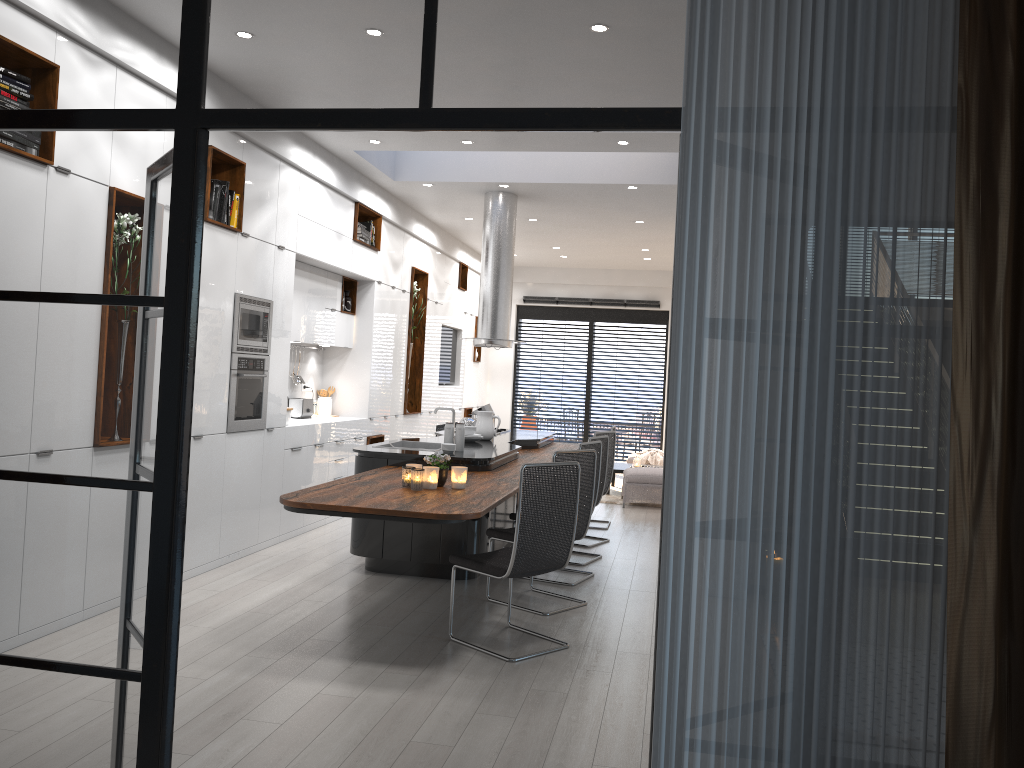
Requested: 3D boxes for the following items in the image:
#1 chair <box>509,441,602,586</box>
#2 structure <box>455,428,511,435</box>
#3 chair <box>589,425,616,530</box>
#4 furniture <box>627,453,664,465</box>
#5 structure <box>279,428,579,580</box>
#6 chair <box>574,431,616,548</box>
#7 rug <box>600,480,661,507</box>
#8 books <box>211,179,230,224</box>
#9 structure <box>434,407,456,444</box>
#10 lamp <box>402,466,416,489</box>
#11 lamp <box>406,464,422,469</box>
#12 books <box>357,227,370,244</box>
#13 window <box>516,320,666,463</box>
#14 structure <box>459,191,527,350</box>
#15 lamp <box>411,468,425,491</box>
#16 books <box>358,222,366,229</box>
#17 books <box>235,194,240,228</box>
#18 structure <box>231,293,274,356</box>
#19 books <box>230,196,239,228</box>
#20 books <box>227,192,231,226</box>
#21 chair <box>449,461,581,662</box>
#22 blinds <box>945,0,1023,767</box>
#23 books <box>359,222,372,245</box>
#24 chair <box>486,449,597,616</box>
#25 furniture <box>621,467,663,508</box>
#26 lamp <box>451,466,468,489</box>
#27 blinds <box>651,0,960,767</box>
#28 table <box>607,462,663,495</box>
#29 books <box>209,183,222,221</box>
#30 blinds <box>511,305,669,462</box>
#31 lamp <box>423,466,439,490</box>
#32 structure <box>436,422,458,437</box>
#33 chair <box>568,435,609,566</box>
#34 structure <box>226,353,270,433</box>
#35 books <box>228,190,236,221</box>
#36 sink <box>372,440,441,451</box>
[{"bbox_3d":[0.319,0.918,6.607,0.537,1.019,0.470,3,-1,25],"label":"chair"},{"bbox_3d":[-0.329,0.476,9.183,0.502,0.026,0.811,3,0,10],"label":"structure"},{"bbox_3d":[0.753,0.924,9.064,0.537,1.019,0.470,3,-1,10],"label":"chair"},{"bbox_3d":[2.029,1.244,12.996,0.699,0.460,0.699,3,0,11],"label":"furniture"},{"bbox_3d":[-0.368,0.945,7.065,1.378,0.887,5.638,3,0,10],"label":"structure"},{"bbox_3d":[0.592,0.922,8.115,0.537,1.019,0.470,3,-1,30],"label":"chair"},{"bbox_3d":[1.658,1.451,11.894,1.624,0.020,2.518,3,0,10],"label":"rug"},{"bbox_3d":[-2.092,-1.265,6.140,0.268,0.321,0.047,3,-1,10],"label":"books"},{"bbox_3d":[-0.530,0.338,6.863,0.177,0.310,0.089,3,-1,10],"label":"structure"},{"bbox_3d":[-0.594,0.537,5.082,0.078,0.120,0.078,3,-1,-7],"label":"lamp"},{"bbox_3d":[-0.576,0.534,5.186,0.095,0.124,0.095,3,-1,27],"label":"lamp"},{"bbox_3d":[-1.597,-1.484,8.889,0.279,0.137,0.345,3,0,5],"label":"books"},{"bbox_3d":[4.411,-1.044,14.923,8.567,5.063,0.462,3,-1,9],"label":"window"},{"bbox_3d":[-0.155,-1.169,9.216,0.695,1.609,1.042,3,-1,9],"label":"structure"},{"bbox_3d":[-0.534,0.540,5.004,0.078,0.120,0.078,3,-1,-7],"label":"lamp"},{"bbox_3d":[-1.617,-1.577,8.874,0.250,0.047,0.307,3,0,6],"label":"books"},{"bbox_3d":[-2.052,-1.233,6.339,0.212,0.264,0.024,3,-1,10],"label":"books"},{"bbox_3d":[-2.153,-0.445,6.670,0.459,0.430,0.595,3,0,10],"label":"structure"},{"bbox_3d":[-2.043,-1.223,6.309,0.184,0.245,0.033,3,-1,10],"label":"books"},{"bbox_3d":[-2.077,-1.224,6.255,0.190,0.254,0.026,3,-1,10],"label":"books"},{"bbox_3d":[0.002,0.913,4.880,0.470,1.019,0.537,4,-1,-45],"label":"chair"},{"bbox_3d":[1.248,-0.015,1.682,0.811,3.046,0.254,3,-1,11],"label":"blinds"},{"bbox_3d":[-1.541,-1.528,9.097,0.197,0.268,0.026,3,-1,10],"label":"books"},{"bbox_3d":[0.180,0.917,5.801,0.537,1.019,0.470,2,-1,40],"label":"chair"},{"bbox_3d":[1.686,1.241,10.709,0.699,0.460,0.699,3,0,6],"label":"furniture"},{"bbox_3d":[-0.310,0.548,5.181,0.095,0.124,0.095,3,-1,43],"label":"lamp"},{"bbox_3d":[0.985,-0.023,1.833,1.301,3.070,0.052,3,-1,11],"label":"blinds"},{"bbox_3d":[1.796,1.295,11.816,1.000,0.350,1.000,3,0,11],"label":"table"},{"bbox_3d":[-2.115,-1.243,6.065,0.236,0.278,0.106,3,-1,10],"label":"books"},{"bbox_3d":[1.312,0.061,15.107,2.585,2.721,0.358,3,-1,10],"label":"blinds"},{"bbox_3d":[-0.468,0.540,5.094,0.095,0.124,0.095,3,-1,3],"label":"lamp"},{"bbox_3d":[-1.032,0.815,12.553,0.221,0.516,1.203,3,0,10],"label":"structure"},{"bbox_3d":[0.449,0.920,7.314,0.537,1.019,0.470,3,-1,25],"label":"chair"},{"bbox_3d":[-2.161,0.055,6.657,0.495,0.571,0.595,3,0,10],"label":"structure"},{"bbox_3d":[-2.082,-1.252,6.284,0.239,0.288,0.030,3,-1,10],"label":"books"},{"bbox_3d":[-0.743,0.554,6.923,0.485,0.153,0.738,3,0,10],"label":"sink"}]
